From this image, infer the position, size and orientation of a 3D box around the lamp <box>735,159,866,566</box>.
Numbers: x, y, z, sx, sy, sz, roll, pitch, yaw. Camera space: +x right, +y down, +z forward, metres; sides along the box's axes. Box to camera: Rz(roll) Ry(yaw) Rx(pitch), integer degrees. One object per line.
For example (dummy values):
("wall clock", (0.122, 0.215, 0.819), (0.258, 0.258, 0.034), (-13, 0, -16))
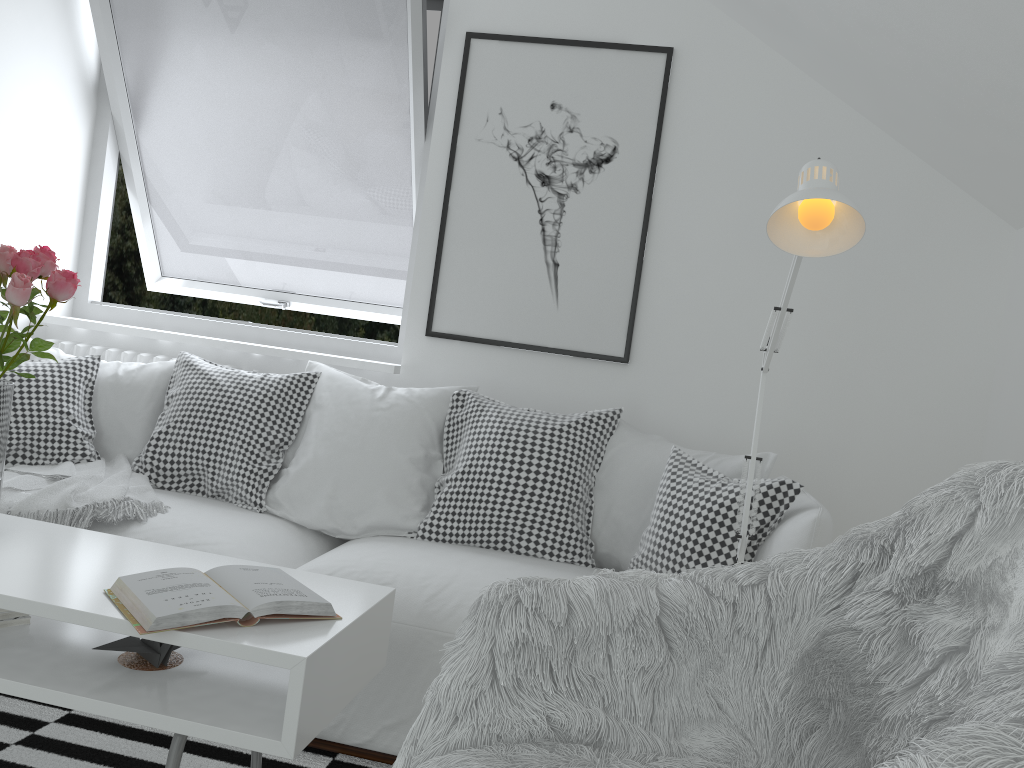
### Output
("lamp", (0.392, 0.336, 1.531), (0.196, 1.373, 0.527), (8, 2, 14))

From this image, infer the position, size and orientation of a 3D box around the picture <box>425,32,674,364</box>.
("picture", (0.119, -0.649, 3.059), (0.720, 1.072, 0.015), (8, 2, 10))

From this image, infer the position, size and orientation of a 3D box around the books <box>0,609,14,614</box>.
("books", (-1.075, 0.405, 1.709), (0.257, 0.012, 0.207), (9, 2, 38))

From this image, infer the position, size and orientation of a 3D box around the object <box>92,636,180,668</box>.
("object", (-0.656, 0.457, 1.617), (0.194, 0.088, 0.186), (8, 2, -1))

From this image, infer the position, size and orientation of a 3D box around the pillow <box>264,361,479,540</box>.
("pillow", (-0.461, 0.215, 2.731), (0.599, 0.505, 0.391), (8, 2, 10))

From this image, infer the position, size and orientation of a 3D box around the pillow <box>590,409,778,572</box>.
("pillow", (0.444, 0.360, 2.556), (0.623, 0.498, 0.333), (10, 3, 43))

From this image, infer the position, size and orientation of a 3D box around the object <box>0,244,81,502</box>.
("object", (-1.066, 0.000, 1.708), (0.350, 0.599, 0.327), (9, 2, 30))

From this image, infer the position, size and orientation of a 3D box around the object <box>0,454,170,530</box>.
("object", (-1.232, 0.367, 2.573), (0.670, 0.291, 0.831), (8, 2, 9))

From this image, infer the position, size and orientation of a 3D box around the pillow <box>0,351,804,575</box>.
("pillow", (-0.491, 0.217, 2.594), (2.488, 0.513, 0.676), (8, 2, 12))

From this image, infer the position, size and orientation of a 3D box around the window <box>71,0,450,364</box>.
("window", (-3.000, -1.127, 5.767), (12.055, 8.137, 4.514), (8, 2, 10))

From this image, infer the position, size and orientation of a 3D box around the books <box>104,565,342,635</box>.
("books", (-0.499, 0.367, 1.545), (0.342, 0.040, 0.231), (6, 2, -38))

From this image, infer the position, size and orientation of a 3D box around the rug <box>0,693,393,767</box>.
("rug", (-1.011, 0.858, 0.877), (1.846, 0.004, 4.362), (8, 2, 10))

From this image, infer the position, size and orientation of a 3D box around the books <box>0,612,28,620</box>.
("books", (-1.083, 0.417, 1.705), (0.254, 0.014, 0.191), (9, 2, 35))

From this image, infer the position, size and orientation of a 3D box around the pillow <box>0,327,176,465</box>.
("pillow", (-1.382, 0.092, 2.918), (0.617, 0.491, 0.321), (7, 2, -16))

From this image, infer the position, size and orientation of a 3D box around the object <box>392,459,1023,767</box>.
("object", (0.315, 0.451, 1.126), (0.954, 0.789, 0.784), (8, 2, -9))

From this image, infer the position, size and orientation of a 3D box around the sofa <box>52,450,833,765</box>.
("sofa", (-0.534, 0.478, 2.564), (2.647, 0.768, 0.917), (8, 2, 10))

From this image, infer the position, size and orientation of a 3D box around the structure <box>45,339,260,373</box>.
("structure", (-0.959, 0.271, 3.214), (1.655, 0.660, 0.206), (8, 2, 10))

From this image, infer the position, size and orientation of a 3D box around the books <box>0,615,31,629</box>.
("books", (-1.082, 0.432, 1.702), (0.259, 0.014, 0.191), (9, 2, 37))
